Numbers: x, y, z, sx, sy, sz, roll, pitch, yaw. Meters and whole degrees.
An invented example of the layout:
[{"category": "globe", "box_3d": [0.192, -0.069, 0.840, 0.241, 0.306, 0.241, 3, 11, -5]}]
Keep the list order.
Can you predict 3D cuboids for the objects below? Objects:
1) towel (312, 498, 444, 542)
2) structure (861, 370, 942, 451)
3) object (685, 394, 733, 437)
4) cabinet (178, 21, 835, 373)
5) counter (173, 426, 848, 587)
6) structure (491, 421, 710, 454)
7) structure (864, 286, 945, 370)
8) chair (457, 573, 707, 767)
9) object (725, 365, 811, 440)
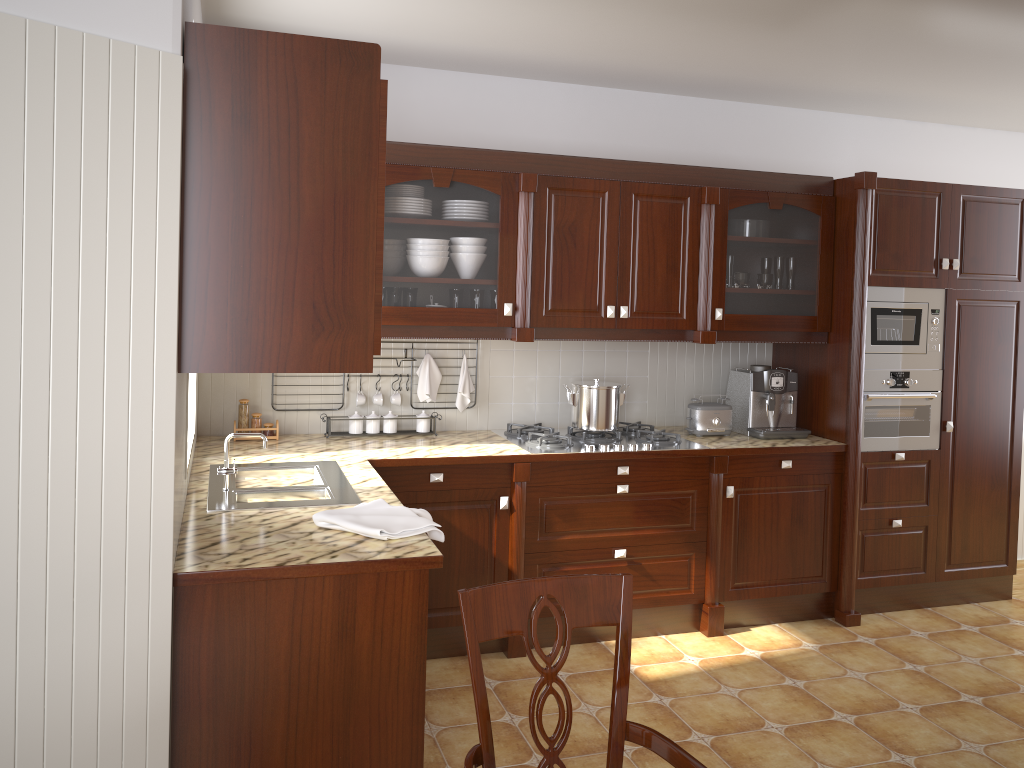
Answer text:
[{"category": "towel", "box_3d": [-0.345, 0.389, 2.437, 0.331, 0.097, 0.344, 6, 7, 35]}, {"category": "structure", "box_3d": [1.802, 0.123, 4.113, 0.494, 0.374, 0.041, 0, 2, -18]}, {"category": "object", "box_3d": [0.926, 0.145, 4.127, 0.243, 0.188, 0.141, 0, 3, -17]}, {"category": "cabinet", "box_3d": [0.375, -0.495, 3.045, 2.780, 0.777, 1.375, 0, 5, -18]}, {"category": "counter", "box_3d": [0.288, 0.329, 3.259, 2.782, 0.032, 1.834, 0, 6, -18]}, {"category": "structure", "box_3d": [0.376, 0.226, 3.925, 0.815, 0.046, 0.593, 0, 6, -18]}, {"category": "structure", "box_3d": [1.764, -0.274, 4.253, 0.495, 0.385, 0.318, 0, 4, -18]}, {"category": "chair", "box_3d": [0.124, 0.751, 1.420, 0.404, 0.744, 0.461, 1, 3, -21]}, {"category": "object", "box_3d": [1.218, 0.079, 4.210, 0.274, 0.321, 0.325, 1, 4, -18]}]
